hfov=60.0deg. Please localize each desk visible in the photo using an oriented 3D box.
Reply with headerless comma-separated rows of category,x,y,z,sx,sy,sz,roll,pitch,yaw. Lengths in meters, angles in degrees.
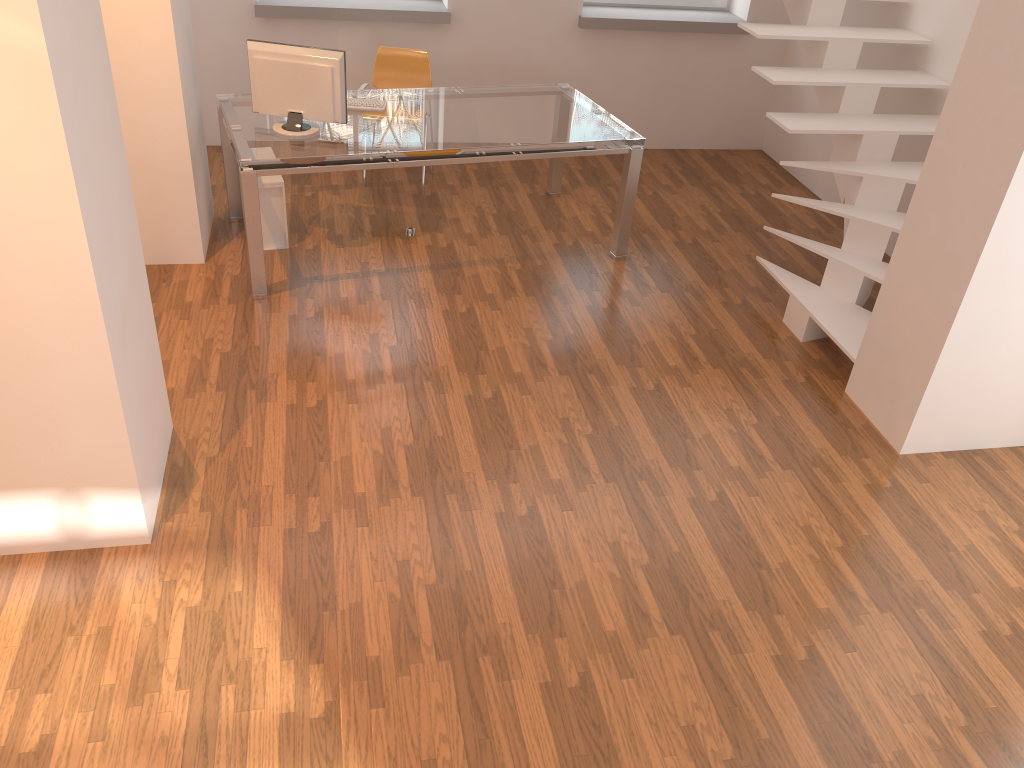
desk,-0.504,-1.227,5.298,2.239,0.750,1.092,-9,36,-20

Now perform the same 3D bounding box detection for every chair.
chair,-0.774,-1.796,6.017,0.495,0.829,0.464,6,34,1

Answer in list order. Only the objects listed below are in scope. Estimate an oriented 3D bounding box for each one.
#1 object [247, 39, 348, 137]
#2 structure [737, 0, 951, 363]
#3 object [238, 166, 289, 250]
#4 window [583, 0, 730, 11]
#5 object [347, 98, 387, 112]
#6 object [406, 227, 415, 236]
object,-1.145,-1.537,4.623,0.516,0.418,0.245,14,35,13
structure,0.261,-2.126,4.694,4.630,3.042,3.450,-3,35,-12
object,-1.478,-1.081,5.260,0.200,0.422,0.474,-9,36,-20
window,1.145,-3.639,6.425,1.308,1.737,0.142,-3,35,-12
object,-0.963,-1.626,5.127,0.467,0.031,0.200,3,34,-3
object,-0.634,-0.954,5.532,0.054,0.035,0.115,3,34,-3
